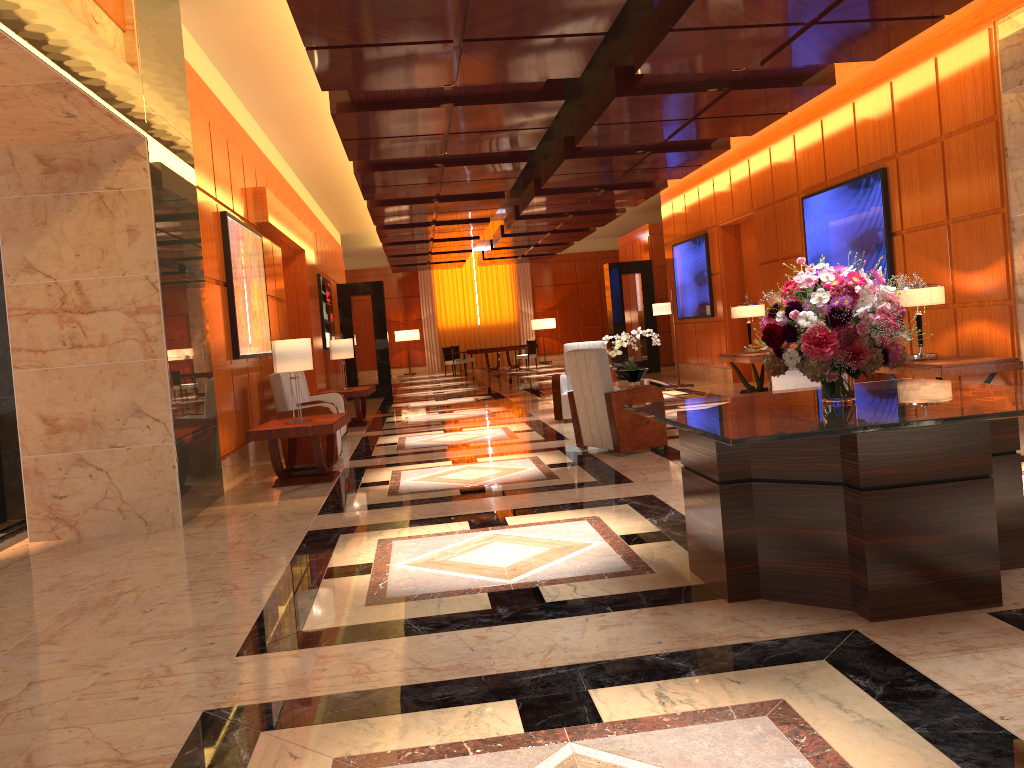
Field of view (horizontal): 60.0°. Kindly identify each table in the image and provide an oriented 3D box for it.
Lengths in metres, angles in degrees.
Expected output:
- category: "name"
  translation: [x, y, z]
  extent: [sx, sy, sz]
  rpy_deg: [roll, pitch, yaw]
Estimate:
- category: "table"
  translation: [-0.250, -0.742, 26.291]
  extent: [2.111, 0.741, 0.783]
  rpy_deg: [-7, 3, -35]
- category: "table"
  translation: [-1.864, 0.599, 7.955]
  extent: [0.725, 0.533, 1.169]
  rpy_deg: [-5, 3, -3]
- category: "table"
  translation: [3.831, 0.084, 7.928]
  extent: [0.726, 0.606, 1.271]
  rpy_deg: [-5, 3, -6]
- category: "table"
  translation: [1.312, 0.253, 9.665]
  extent: [0.722, 0.495, 1.562]
  rpy_deg: [-5, 3, -3]
- category: "table"
  translation: [-2.390, 0.348, 12.938]
  extent: [0.725, 0.533, 1.169]
  rpy_deg: [-5, 3, -3]
- category: "table"
  translation: [3.388, -0.127, 12.127]
  extent: [0.726, 0.606, 1.271]
  rpy_deg: [-5, 3, -6]
- category: "table"
  translation: [1.489, 0.449, 3.925]
  extent: [1.601, 0.744, 1.602]
  rpy_deg: [-5, 3, -6]

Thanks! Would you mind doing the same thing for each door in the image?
- category: "door"
  translation: [-3.444, -0.643, 13.273]
  extent: [0.340, 2.649, 1.501]
  rpy_deg: [-5, 2, -6]
- category: "door"
  translation: [3.831, -1.306, 14.053]
  extent: [0.340, 2.649, 1.539]
  rpy_deg: [-5, 2, -6]

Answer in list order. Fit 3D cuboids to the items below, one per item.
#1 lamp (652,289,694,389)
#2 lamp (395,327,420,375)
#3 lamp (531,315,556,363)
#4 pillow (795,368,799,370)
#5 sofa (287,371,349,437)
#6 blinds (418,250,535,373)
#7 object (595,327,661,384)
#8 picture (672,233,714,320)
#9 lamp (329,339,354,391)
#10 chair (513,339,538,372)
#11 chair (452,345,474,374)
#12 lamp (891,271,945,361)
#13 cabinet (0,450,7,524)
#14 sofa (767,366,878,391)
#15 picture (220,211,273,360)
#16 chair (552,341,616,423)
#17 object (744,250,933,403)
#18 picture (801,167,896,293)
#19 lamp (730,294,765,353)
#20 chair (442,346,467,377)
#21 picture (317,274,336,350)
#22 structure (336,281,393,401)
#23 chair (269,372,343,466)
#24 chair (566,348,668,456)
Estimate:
- category: "lamp"
  translation: [2.664, -0.757, 14.847]
  extent: [0.527, 1.659, 0.360]
  rpy_deg: [-5, 1, -16]
- category: "lamp"
  translation: [-3.481, -1.125, 29.811]
  extent: [0.810, 1.659, 0.812]
  rpy_deg: [-4, 2, 34]
- category: "lamp"
  translation: [1.122, -1.543, 30.293]
  extent: [0.810, 1.659, 0.812]
  rpy_deg: [-4, 2, 34]
- category: "pillow"
  translation: [3.609, -0.276, 10.886]
  extent: [0.195, 0.227, 0.344]
  rpy_deg: [-5, 3, -1]
- category: "sofa"
  translation: [-2.390, 0.272, 10.715]
  extent: [0.613, 0.931, 1.801]
  rpy_deg: [-5, 3, -5]
- category: "blinds"
  translation: [-1.204, -2.581, 30.672]
  extent: [3.854, 4.061, 0.149]
  rpy_deg: [-5, 1, -6]
- category: "object"
  translation: [1.309, -0.312, 9.778]
  extent: [0.789, 0.617, 0.417]
  rpy_deg: [-6, 2, -29]
- category: "picture"
  translation: [3.301, -1.926, 16.267]
  extent: [0.056, 1.451, 1.998]
  rpy_deg: [-5, 3, -6]
- category: "lamp"
  translation: [2.148, -0.407, 8.446]
  extent: [12.984, 0.734, 0.336]
  rpy_deg: [-2, 3, 43]
- category: "chair"
  translation: [0.426, -0.817, 25.534]
  extent: [0.575, 0.893, 0.586]
  rpy_deg: [-3, 2, 37]
- category: "chair"
  translation: [-1.525, -0.751, 27.216]
  extent: [0.576, 0.893, 0.586]
  rpy_deg: [-4, 2, 22]
- category: "lamp"
  translation: [3.689, -0.620, 8.042]
  extent: [0.458, 0.809, 0.459]
  rpy_deg: [-5, 2, 3]
- category: "cabinet"
  translation: [-5.128, 0.791, 6.598]
  extent: [2.191, 0.867, 0.784]
  rpy_deg: [-5, 2, -6]
- category: "sofa"
  translation: [3.619, -0.220, 10.431]
  extent: [0.613, 0.931, 1.801]
  rpy_deg: [-5, 3, -5]
- category: "picture"
  translation: [-2.854, -1.011, 9.632]
  extent: [0.056, 1.451, 1.998]
  rpy_deg: [-5, 3, -6]
- category: "chair"
  translation: [0.911, -0.044, 11.122]
  extent: [0.737, 0.960, 0.630]
  rpy_deg: [-4, 2, 13]
- category: "object"
  translation: [1.426, -0.252, 3.930]
  extent: [0.650, 0.658, 0.680]
  rpy_deg: [-5, 2, -15]
- category: "picture"
  translation: [3.917, -1.632, 10.439]
  extent: [0.056, 1.451, 1.998]
  rpy_deg: [-5, 3, -6]
- category: "lamp"
  translation: [3.252, -0.837, 12.173]
  extent: [0.460, 0.793, 0.458]
  rpy_deg: [-6, 2, -44]
- category: "chair"
  translation: [-1.716, -0.661, 25.972]
  extent: [0.575, 0.893, 0.586]
  rpy_deg: [-4, 2, 32]
- category: "picture"
  translation: [-3.721, -1.425, 17.848]
  extent: [0.056, 1.451, 1.998]
  rpy_deg: [-5, 3, -6]
- category: "structure"
  translation: [-3.178, -0.940, 19.187]
  extent: [0.986, 2.496, 0.500]
  rpy_deg: [-5, 1, -6]
- category: "chair"
  translation: [-2.108, 0.330, 9.119]
  extent: [0.629, 0.960, 0.738]
  rpy_deg: [-5, 2, -7]
- category: "chair"
  translation: [0.928, 0.132, 8.125]
  extent: [0.629, 0.960, 0.737]
  rpy_deg: [-6, 2, -27]
